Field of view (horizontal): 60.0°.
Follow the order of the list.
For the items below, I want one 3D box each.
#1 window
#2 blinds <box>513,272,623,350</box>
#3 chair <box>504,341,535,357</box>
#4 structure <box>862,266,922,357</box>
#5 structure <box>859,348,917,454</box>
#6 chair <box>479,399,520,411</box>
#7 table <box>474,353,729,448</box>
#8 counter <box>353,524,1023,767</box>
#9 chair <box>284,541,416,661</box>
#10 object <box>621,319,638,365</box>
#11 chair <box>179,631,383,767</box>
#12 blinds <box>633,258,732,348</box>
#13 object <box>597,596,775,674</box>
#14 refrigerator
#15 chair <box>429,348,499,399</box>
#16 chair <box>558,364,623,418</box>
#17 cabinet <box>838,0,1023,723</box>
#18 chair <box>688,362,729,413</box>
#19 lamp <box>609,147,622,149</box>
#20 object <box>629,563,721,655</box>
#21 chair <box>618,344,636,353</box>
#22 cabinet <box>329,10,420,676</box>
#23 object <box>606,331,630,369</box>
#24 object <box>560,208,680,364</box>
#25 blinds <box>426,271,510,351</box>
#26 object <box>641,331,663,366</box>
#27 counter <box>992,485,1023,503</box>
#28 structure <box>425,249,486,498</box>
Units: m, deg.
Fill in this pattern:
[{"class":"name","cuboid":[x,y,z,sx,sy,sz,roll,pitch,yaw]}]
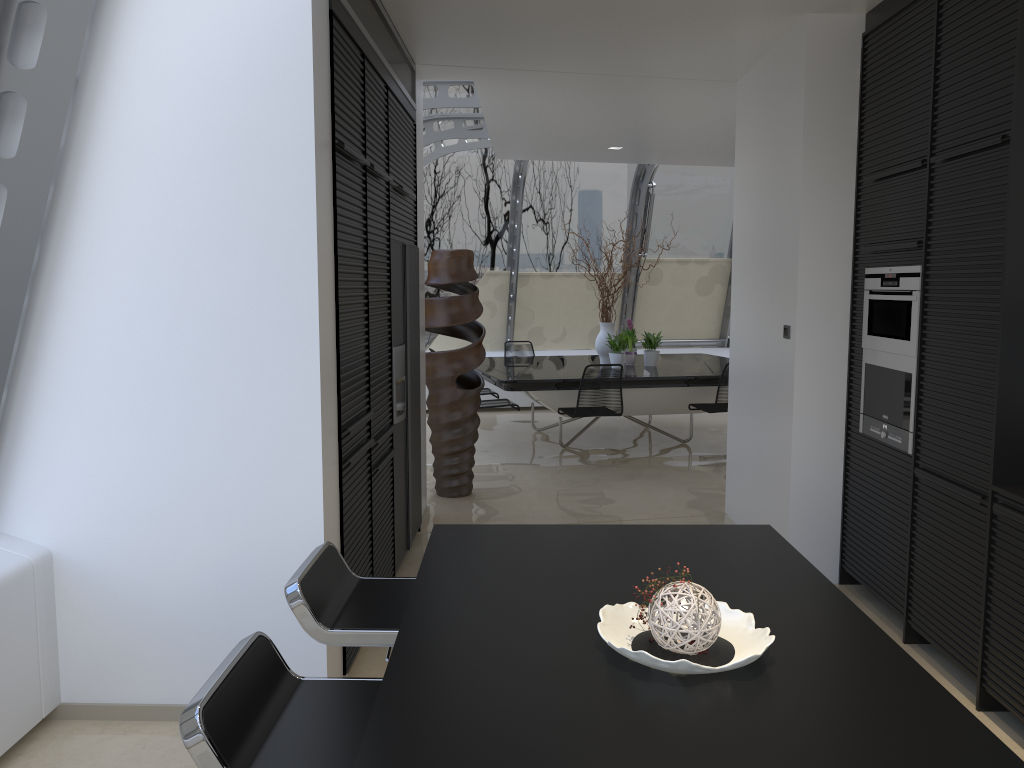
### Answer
[{"class":"window","cuboid":[4.868,-0.425,5.033,16.171,3.674,16.693,-1,6,-7]},{"class":"blinds","cuboid":[0.728,-0.927,11.495,1.430,1.027,0.329,-1,7,-13]},{"class":"chair","cuboid":[0.143,-0.217,10.205,0.446,0.519,0.688,-1,7,-13]},{"class":"structure","cuboid":[1.729,-0.340,4.055,0.061,0.388,0.592,0,6,0]},{"class":"structure","cuboid":[1.732,0.063,4.099,0.023,0.420,0.592,0,6,1]},{"class":"chair","cuboid":[-0.304,-0.015,8.383,0.688,0.519,0.446,-1,7,-13]},{"class":"table","cuboid":[1.095,0.176,9.176,3.031,0.759,2.494,-1,7,-13]},{"class":"counter","cuboid":[0.267,0.640,0.771,1.006,0.018,3.800,0,6,0]},{"class":"chair","cuboid":[-0.323,0.882,2.365,0.460,0.857,0.418,0,6,1]},{"class":"object","cuboid":[1.203,-0.451,9.264,0.238,0.476,0.417,2,7,15]},{"class":"chair","cuboid":[-0.335,0.954,1.718,0.460,0.857,0.418,0,6,1]},{"class":"blinds","cuboid":[2.237,-1.055,11.798,1.376,1.214,0.387,-1,7,-13]},{"class":"object","cuboid":[0.340,0.507,1.754,0.334,0.078,0.329,-1,6,-13]},{"class":"refrigerator","cuboid":[-0.695,0.078,5.073,0.234,1.742,1.006,0,6,0]},{"class":"chair","cuboid":[-0.510,-0.115,9.280,0.688,0.519,0.446,-1,7,-13]},{"class":"chair","cuboid":[0.704,0.054,7.767,0.446,0.519,0.688,-1,7,-13]},{"class":"cabinet","cuboid":[2.128,-0.100,1.970,0.831,2.901,5.157,0,6,0]},{"class":"chair","cuboid":[1.948,0.023,8.050,0.446,0.519,0.688,-1,7,-13]},{"class":"lamp","cuboid":[6.801,-1.903,5.072,9.928,0.004,9.775,-1,6,-12]},{"class":"object","cuboid":[0.335,0.445,1.758,0.190,0.191,0.165,3,7,28]},{"class":"chair","cuboid":[1.388,-0.248,10.488,0.446,0.519,0.688,-1,7,-13]},{"class":"cabinet","cuboid":[-1.004,-0.195,4.447,0.831,2.558,2.252,0,6,2]},{"class":"object","cuboid":[1.033,-0.335,8.672,0.284,0.369,0.215,3,7,25]},{"class":"object","cuboid":[1.094,-0.951,8.867,1.135,1.549,1.031,-2,7,-21]},{"class":"blinds","cuboid":[-0.986,-0.377,11.329,1.829,2.118,0.663,-1,7,-13]},{"class":"object","cuboid":[1.409,-0.368,8.968,0.284,0.369,0.215,2,7,20]},{"class":"counter","cuboid":[2.126,0.582,1.332,0.804,0.025,3.738,0,6,0]},{"class":"structure","cuboid":[-0.440,-0.071,6.614,0.493,1.843,0.498,0,6,-2]}]
